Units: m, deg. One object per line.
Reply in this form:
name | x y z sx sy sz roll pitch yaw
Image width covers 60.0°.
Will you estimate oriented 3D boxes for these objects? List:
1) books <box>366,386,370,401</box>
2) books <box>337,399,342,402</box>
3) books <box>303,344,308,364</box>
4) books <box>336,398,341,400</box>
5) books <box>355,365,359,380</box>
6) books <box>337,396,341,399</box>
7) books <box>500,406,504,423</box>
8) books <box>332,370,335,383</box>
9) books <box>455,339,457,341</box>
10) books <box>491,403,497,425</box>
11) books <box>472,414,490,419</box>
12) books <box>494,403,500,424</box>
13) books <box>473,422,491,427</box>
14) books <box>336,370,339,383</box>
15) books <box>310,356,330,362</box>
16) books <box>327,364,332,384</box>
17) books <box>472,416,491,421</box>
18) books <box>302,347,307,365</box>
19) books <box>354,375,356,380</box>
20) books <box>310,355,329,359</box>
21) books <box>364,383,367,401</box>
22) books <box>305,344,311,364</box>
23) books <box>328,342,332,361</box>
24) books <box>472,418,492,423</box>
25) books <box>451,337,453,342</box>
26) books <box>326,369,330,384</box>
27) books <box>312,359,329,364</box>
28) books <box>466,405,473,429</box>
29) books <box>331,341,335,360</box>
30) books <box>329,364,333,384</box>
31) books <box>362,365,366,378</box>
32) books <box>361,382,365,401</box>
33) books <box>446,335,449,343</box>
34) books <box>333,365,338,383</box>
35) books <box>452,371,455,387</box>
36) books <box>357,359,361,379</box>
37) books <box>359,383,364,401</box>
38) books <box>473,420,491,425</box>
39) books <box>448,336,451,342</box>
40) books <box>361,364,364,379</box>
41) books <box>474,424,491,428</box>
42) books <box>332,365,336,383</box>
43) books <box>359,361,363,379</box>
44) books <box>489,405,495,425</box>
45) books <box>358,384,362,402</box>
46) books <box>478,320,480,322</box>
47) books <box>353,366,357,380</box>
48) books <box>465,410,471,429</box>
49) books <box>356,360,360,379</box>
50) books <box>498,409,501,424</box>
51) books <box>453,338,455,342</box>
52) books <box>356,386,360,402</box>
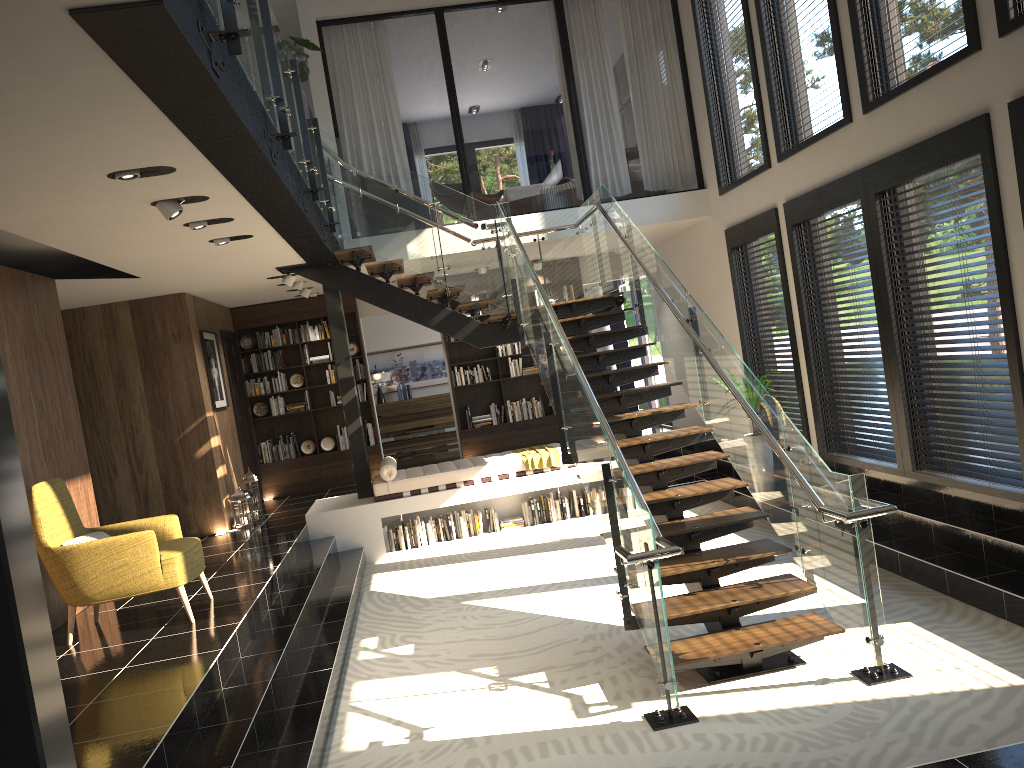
books | -2.034 0.131 12.547 0.021 0.204 0.169 -9 2 -6
books | -2.334 0.218 12.520 0.263 0.030 0.159 -9 2 -9
books | -2.888 -0.413 12.446 0.027 0.279 0.166 -9 2 -6
books | -2.339 0.194 12.524 0.266 0.019 0.157 -9 2 -5
books | -2.178 -0.168 12.477 0.020 0.209 0.147 -9 2 -6
books | -2.343 0.169 12.532 0.239 0.031 0.146 -9 2 -6
books | -0.141 0.437 12.788 0.075 0.255 0.181 -9 2 -6
books | -2.503 -0.101 12.455 0.028 0.181 0.130 -9 2 -6
books | -0.823 -0.730 12.655 0.029 0.255 0.128 -9 3 -6
books | -0.255 0.428 12.774 0.031 0.310 0.169 -9 2 -6
books | -0.446 0.471 12.754 0.257 0.024 0.167 -9 2 -6
books | -0.221 0.426 12.773 0.036 0.302 0.186 -9 2 -6
books | -0.429 0.575 12.757 0.258 0.024 0.167 -9 2 -5
books | -2.445 -0.121 12.467 0.026 0.200 0.154 -9 2 -6
books | -2.699 -0.352 12.484 0.266 0.030 0.209 -9 2 -6
books | -2.557 -0.143 12.461 0.025 0.281 0.145 -9 3 -6
books | -0.443 0.495 12.765 0.271 0.025 0.156 -9 2 -5
books | -2.915 -0.391 12.469 0.028 0.242 0.194 -9 2 -6
books | -2.245 -0.152 12.498 0.060 0.196 0.119 -9 2 -6
books | -2.704 -0.377 12.492 0.264 0.021 0.189 -9 2 -8
books | -2.068 0.112 12.513 0.047 0.253 0.210 -9 2 -7
books | -2.867 -0.416 12.453 0.016 0.278 0.209 -9 2 -6
books | -2.552 -0.460 12.483 0.023 0.265 0.218 -9 2 -6
books | -0.437 0.523 12.752 0.287 0.031 0.176 -9 2 -9
books | -0.871 -0.710 12.656 0.030 0.230 0.103 -9 3 -6
books | -2.581 -0.105 12.467 0.033 0.211 0.132 -9 2 -6
books | -2.695 -0.321 12.499 0.239 0.033 0.176 -9 2 -9
books | -0.608 0.471 12.703 0.028 0.340 0.203 -9 2 -6
books | -2.517 -0.477 12.470 0.049 0.286 0.259 -9 2 -6
books | -2.532 -0.143 12.445 0.019 0.272 0.175 -9 2 -6
books | -2.080 -0.177 12.483 0.026 0.196 0.170 -9 2 -6
books | -2.099 0.110 12.514 0.013 0.267 0.177 -9 2 -6
books | -0.935 -0.691 12.644 0.030 0.212 0.127 -9 2 -6
books | -2.470 -0.143 12.442 0.021 0.253 0.167 -9 2 -6
books | -0.844 -0.074 12.695 0.025 0.227 0.156 -9 2 -6
books | -2.147 -0.208 12.476 0.016 0.278 0.201 -9 2 -6
books | -2.129 0.118 12.558 0.038 0.257 0.138 -9 3 -6
books | -0.435 0.550 12.768 0.271 0.025 0.156 -9 2 -5
books | -0.898 -0.679 12.639 0.037 0.178 0.109 -9 2 -6
books | -2.106 -0.176 12.497 0.023 0.200 0.121 -9 2 -6
books | -0.427 0.599 12.774 0.247 0.026 0.148 -9 2 -7
books | -2.487 -0.140 12.449 0.014 0.253 0.169 -9 2 -6
books | -2.130 -0.195 12.501 0.018 0.246 0.144 -9 2 -6
books | -0.282 0.446 12.753 0.030 0.284 0.177 -9 2 -6
books | -2.149 0.128 12.514 0.014 0.247 0.192 -9 2 -6
books | -0.463 -0.785 12.699 0.032 0.247 0.114 -9 3 -6
books | -2.201 -0.155 12.493 0.026 0.190 0.121 -9 2 -6
books | -0.634 0.509 12.746 0.025 0.270 0.156 -9 2 -6
books | -2.166 -0.206 12.492 0.018 0.278 0.114 -9 3 -6
books | -0.187 0.466 12.799 0.023 0.212 0.123 -9 2 -6
books | -0.844 -0.703 12.654 0.021 0.207 0.102 -9 3 -6
books | -2.170 0.141 12.545 0.024 0.226 0.141 -9 2 -6
